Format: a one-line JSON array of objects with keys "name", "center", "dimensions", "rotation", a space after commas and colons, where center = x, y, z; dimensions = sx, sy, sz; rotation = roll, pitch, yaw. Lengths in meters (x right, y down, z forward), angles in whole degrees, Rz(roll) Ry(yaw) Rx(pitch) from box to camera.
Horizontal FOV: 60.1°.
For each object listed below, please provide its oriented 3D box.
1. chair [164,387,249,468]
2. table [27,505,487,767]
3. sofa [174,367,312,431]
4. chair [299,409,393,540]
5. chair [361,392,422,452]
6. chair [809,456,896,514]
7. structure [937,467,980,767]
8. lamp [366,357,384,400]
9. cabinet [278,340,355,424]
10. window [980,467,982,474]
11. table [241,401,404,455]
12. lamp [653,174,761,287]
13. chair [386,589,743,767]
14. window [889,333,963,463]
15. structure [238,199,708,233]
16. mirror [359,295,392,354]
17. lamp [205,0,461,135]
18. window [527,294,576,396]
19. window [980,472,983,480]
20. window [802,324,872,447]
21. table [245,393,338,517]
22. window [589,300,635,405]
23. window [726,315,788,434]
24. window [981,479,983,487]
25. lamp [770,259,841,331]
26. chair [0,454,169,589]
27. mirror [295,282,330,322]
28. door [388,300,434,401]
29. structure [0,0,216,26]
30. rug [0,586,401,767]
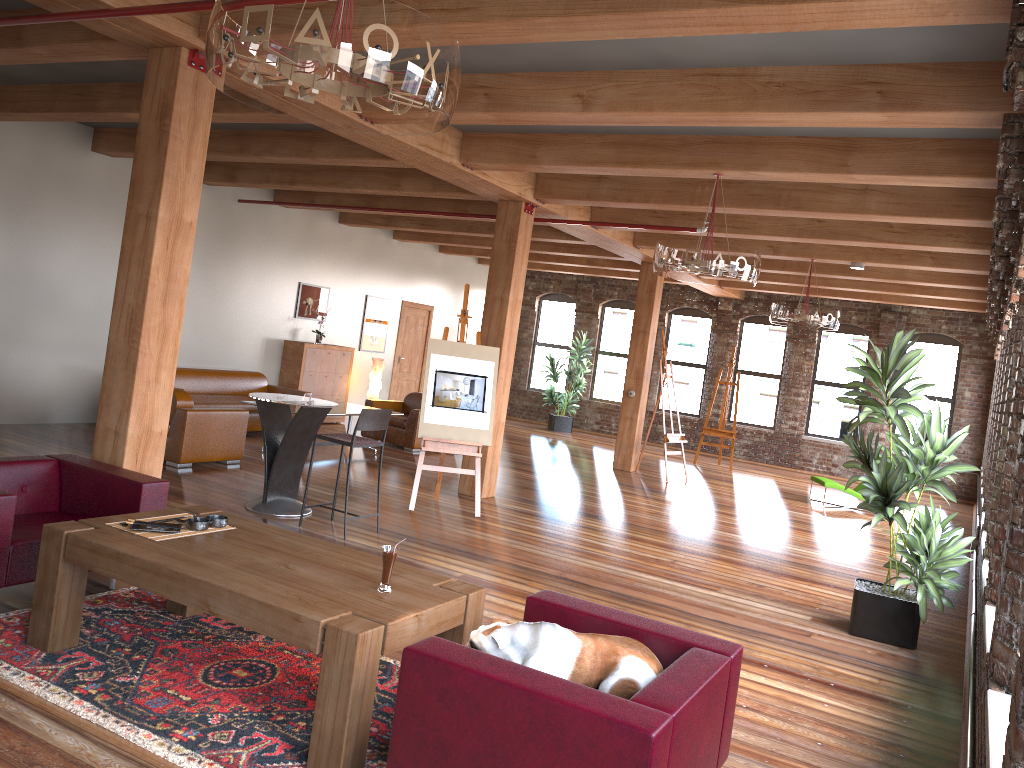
[{"name": "chair", "center": [-3.392, 0.378, 9.050], "dimensions": [1.067, 0.735, 0.828], "rotation": [9, 2, 28]}, {"name": "table", "center": [-1.120, 1.022, 3.866], "dimensions": [1.755, 0.550, 0.898], "rotation": [9, 2, 28]}, {"name": "sofa", "center": [-3.753, 0.217, 11.502], "dimensions": [0.954, 0.735, 2.408], "rotation": [9, 2, 28]}, {"name": "chair", "center": [-1.280, 0.647, 6.894], "dimensions": [0.468, 0.982, 0.429], "rotation": [8, 0, 28]}, {"name": "chair", "center": [-1.433, 0.499, 12.480], "dimensions": [1.067, 0.735, 0.828], "rotation": [9, 2, 38]}, {"name": "chair", "center": [4.752, 1.341, 12.361], "dimensions": [0.956, 0.796, 0.680], "rotation": [8, 1, 3]}, {"name": "structure", "center": [4.830, 1.455, 9.229], "dimensions": [1.637, 0.313, 13.686], "rotation": [9, 3, 21]}, {"name": "lamp", "center": [-2.214, 0.120, 14.288], "dimensions": [0.270, 1.114, 0.261], "rotation": [8, 0, -17]}, {"name": "cabinet", "center": [-3.017, -0.015, 13.626], "dimensions": [0.420, 1.209, 1.184], "rotation": [8, 1, 28]}, {"name": "window", "center": [7.786, 0.333, 14.192], "dimensions": [0.233, 2.215, 0.966], "rotation": [8, 0, 28]}, {"name": "table", "center": [-2.245, 0.558, 10.569], "dimensions": [0.942, 0.560, 1.867], "rotation": [9, 3, 28]}, {"name": "lamp", "center": [1.528, -1.206, 6.792], "dimensions": [0.807, 0.815, 0.811], "rotation": [8, 1, -20]}, {"name": "chair", "center": [0.228, 1.219, 3.139], "dimensions": [0.868, 0.592, 1.068], "rotation": [9, 2, 28]}, {"name": "window", "center": [7.333, 0.204, 15.691], "dimensions": [0.971, 2.218, 0.218], "rotation": [8, 0, 28]}, {"name": "structure", "center": [-0.981, -2.081, 10.620], "dimensions": [6.827, 0.112, 0.051], "rotation": [9, 1, 28]}, {"name": "mirror", "center": [-2.322, -1.012, 15.105], "dimensions": [0.025, 0.952, 0.692], "rotation": [8, 1, 28]}, {"name": "lamp", "center": [-0.531, -1.319, 2.885], "dimensions": [0.808, 0.815, 0.811], "rotation": [8, 1, -21]}, {"name": "window", "center": [0.910, -0.880, 19.221], "dimensions": [0.971, 2.169, 0.086], "rotation": [8, 0, 28]}, {"name": "window", "center": [7.091, 0.295, 12.874], "dimensions": [0.232, 2.215, 0.966], "rotation": [8, 0, 28]}, {"name": "window", "center": [6.033, -0.010, 16.389], "dimensions": [0.971, 2.218, 0.218], "rotation": [8, 0, 28]}, {"name": "table", "center": [-1.861, 0.583, 7.305], "dimensions": [0.719, 0.924, 0.724], "rotation": [7, 1, -37]}, {"name": "window", "center": [2.215, -0.665, 18.520], "dimensions": [0.971, 2.169, 0.086], "rotation": [8, 0, 28]}, {"name": "window", "center": [4.745, -0.217, 17.080], "dimensions": [0.971, 2.227, 0.220], "rotation": [8, 0, 28]}, {"name": "window", "center": [6.408, 0.257, 11.578], "dimensions": [0.234, 2.215, 0.966], "rotation": [8, 0, 28]}, {"name": "lamp", "center": [3.552, -1.094, 10.629], "dimensions": [0.807, 0.815, 0.812], "rotation": [7, 1, -26]}, {"name": "chair", "center": [-2.572, 0.758, 4.671], "dimensions": [0.868, 0.592, 1.068], "rotation": [9, 2, 28]}, {"name": "mirror", "center": [-3.065, -1.255, 13.643], "dimensions": [0.025, 0.548, 0.693], "rotation": [8, 1, 28]}, {"name": "door", "center": [-1.912, -0.436, 16.205], "dimensions": [0.227, 2.120, 1.028], "rotation": [8, 0, 28]}, {"name": "structure", "center": [-3.690, -2.230, 5.482], "dimensions": [6.827, 0.112, 0.051], "rotation": [9, 1, 28]}, {"name": "rug", "center": [-1.201, 1.285, 3.881], "dimensions": [2.469, 0.009, 1.341], "rotation": [9, 3, 28]}]
